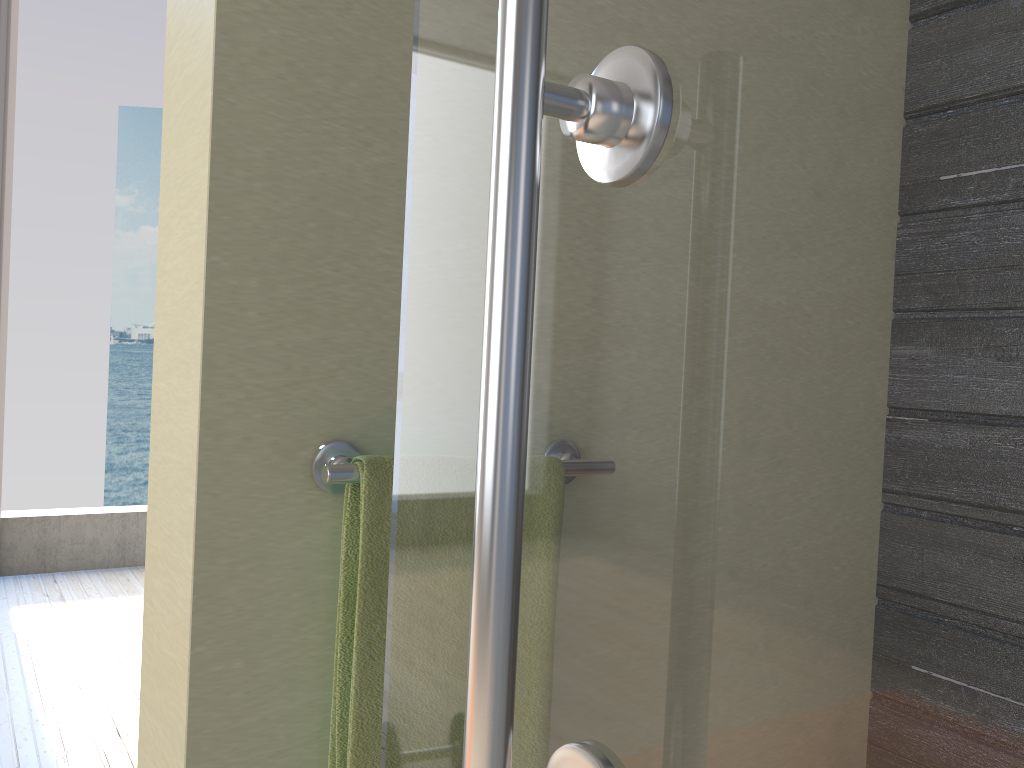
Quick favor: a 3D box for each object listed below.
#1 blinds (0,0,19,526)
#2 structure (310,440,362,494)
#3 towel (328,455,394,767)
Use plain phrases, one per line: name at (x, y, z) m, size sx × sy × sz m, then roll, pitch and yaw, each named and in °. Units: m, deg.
blinds at (-2.655, -0.532, 3.546) m, size 1.133 × 2.744 × 0.069 m, roll 2°, pitch 1°, yaw -32°
structure at (-0.035, 0.076, 0.808) m, size 0.298 × 0.046 × 0.052 m, roll 2°, pitch 1°, yaw -32°
towel at (-0.051, 0.277, 0.783) m, size 0.214 × 0.433 × 0.070 m, roll 2°, pitch 2°, yaw -37°
